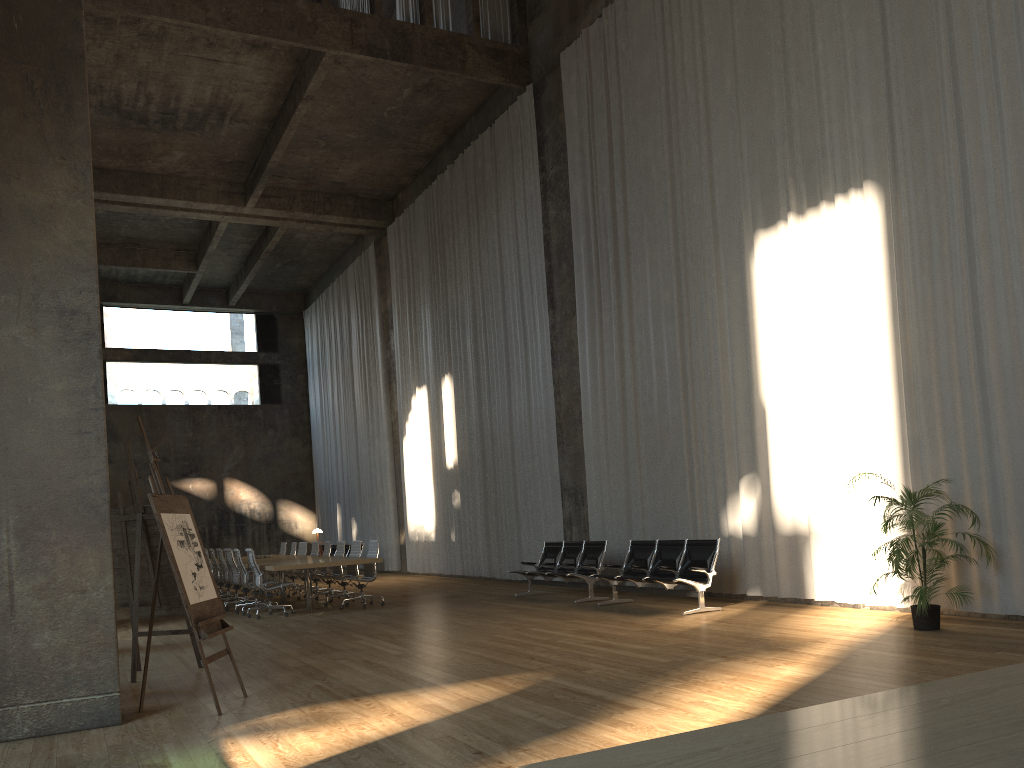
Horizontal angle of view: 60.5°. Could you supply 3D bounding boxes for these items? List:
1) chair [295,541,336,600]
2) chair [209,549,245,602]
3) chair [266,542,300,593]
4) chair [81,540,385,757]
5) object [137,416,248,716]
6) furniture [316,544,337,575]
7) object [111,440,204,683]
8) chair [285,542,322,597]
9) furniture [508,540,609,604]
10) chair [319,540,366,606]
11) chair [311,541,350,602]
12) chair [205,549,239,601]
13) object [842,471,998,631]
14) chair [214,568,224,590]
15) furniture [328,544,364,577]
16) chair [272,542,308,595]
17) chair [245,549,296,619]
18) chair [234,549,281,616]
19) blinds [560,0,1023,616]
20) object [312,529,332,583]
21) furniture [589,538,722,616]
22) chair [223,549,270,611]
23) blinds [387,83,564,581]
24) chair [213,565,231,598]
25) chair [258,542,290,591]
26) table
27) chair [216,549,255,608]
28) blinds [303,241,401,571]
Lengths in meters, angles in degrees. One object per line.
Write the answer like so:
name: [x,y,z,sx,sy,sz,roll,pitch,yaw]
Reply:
chair: [-3.617,3.413,16.109,0.698,1.019,0.671,-2,-4,-19]
chair: [-5.212,3.523,16.176,0.698,1.019,0.671,-2,-4,-19]
chair: [-4.827,3.857,18.487,0.698,1.019,0.671,-2,-4,-19]
chair: [-4.923,2.929,12.414,12.936,1.024,31.837,1,-10,-27]
object: [-2.382,1.284,6.314,0.684,2.134,0.705,-4,-2,-1]
furniture: [-5.530,5.021,25.129,0.707,0.836,1.891,-1,-8,-27]
object: [-3.328,1.597,7.951,0.702,2.134,0.687,-4,-2,5]
chair: [-4.011,3.560,16.896,0.697,1.019,0.671,-2,-4,-22]
furniture: [0.654,2.755,13.010,0.707,0.836,1.891,-1,-8,-27]
chair: [-2.794,3.110,14.491,0.697,1.019,0.671,-2,-4,-24]
chair: [-3.209,3.263,15.309,0.697,1.019,0.671,-2,-4,-22]
chair: [-5.620,3.673,16.977,0.697,1.019,0.671,-2,-4,-22]
object: [3.619,1.473,7.901,1.090,1.448,1.139,-1,-5,-36]
chair: [-6.461,3.984,18.642,0.697,1.019,0.671,-2,-4,-21]
furniture: [-4.454,4.624,22.998,0.707,0.836,1.891,-1,-8,-27]
chair: [-4.442,3.715,17.723,0.697,1.019,0.671,-2,-4,-28]
chair: [-3.588,2.935,13.039,0.697,1.019,0.671,-2,-4,-22]
chair: [-4.009,3.079,13.794,0.698,1.019,0.671,-2,-4,-19]
blinds: [2.769,-1.699,10.765,0.274,8.592,7.905,-3,-4,-26]
object: [-4.684,4.098,20.913,0.571,1.290,0.662,-4,-3,6]
furniture: [1.730,2.357,10.880,0.707,0.836,1.891,-1,-8,-27]
chair: [-4.403,3.221,14.554,0.697,1.019,0.671,-2,-4,-28]
blinds: [-1.126,-0.259,18.477,0.274,8.592,7.905,-3,-4,-26]
chair: [-6.035,3.826,17.795,0.697,1.019,0.671,-2,-4,-24]
chair: [-5.243,4.001,19.245,0.697,1.019,0.671,-2,-4,-22]
table: [-4.342,3.587,16.095,1.599,0.753,7.796,0,-9,-27]
chair: [-4.818,3.377,15.389,0.697,1.019,0.671,-2,-4,-22]
blinds: [-5.034,1.185,26.212,0.274,8.593,7.905,-3,-4,-28]
